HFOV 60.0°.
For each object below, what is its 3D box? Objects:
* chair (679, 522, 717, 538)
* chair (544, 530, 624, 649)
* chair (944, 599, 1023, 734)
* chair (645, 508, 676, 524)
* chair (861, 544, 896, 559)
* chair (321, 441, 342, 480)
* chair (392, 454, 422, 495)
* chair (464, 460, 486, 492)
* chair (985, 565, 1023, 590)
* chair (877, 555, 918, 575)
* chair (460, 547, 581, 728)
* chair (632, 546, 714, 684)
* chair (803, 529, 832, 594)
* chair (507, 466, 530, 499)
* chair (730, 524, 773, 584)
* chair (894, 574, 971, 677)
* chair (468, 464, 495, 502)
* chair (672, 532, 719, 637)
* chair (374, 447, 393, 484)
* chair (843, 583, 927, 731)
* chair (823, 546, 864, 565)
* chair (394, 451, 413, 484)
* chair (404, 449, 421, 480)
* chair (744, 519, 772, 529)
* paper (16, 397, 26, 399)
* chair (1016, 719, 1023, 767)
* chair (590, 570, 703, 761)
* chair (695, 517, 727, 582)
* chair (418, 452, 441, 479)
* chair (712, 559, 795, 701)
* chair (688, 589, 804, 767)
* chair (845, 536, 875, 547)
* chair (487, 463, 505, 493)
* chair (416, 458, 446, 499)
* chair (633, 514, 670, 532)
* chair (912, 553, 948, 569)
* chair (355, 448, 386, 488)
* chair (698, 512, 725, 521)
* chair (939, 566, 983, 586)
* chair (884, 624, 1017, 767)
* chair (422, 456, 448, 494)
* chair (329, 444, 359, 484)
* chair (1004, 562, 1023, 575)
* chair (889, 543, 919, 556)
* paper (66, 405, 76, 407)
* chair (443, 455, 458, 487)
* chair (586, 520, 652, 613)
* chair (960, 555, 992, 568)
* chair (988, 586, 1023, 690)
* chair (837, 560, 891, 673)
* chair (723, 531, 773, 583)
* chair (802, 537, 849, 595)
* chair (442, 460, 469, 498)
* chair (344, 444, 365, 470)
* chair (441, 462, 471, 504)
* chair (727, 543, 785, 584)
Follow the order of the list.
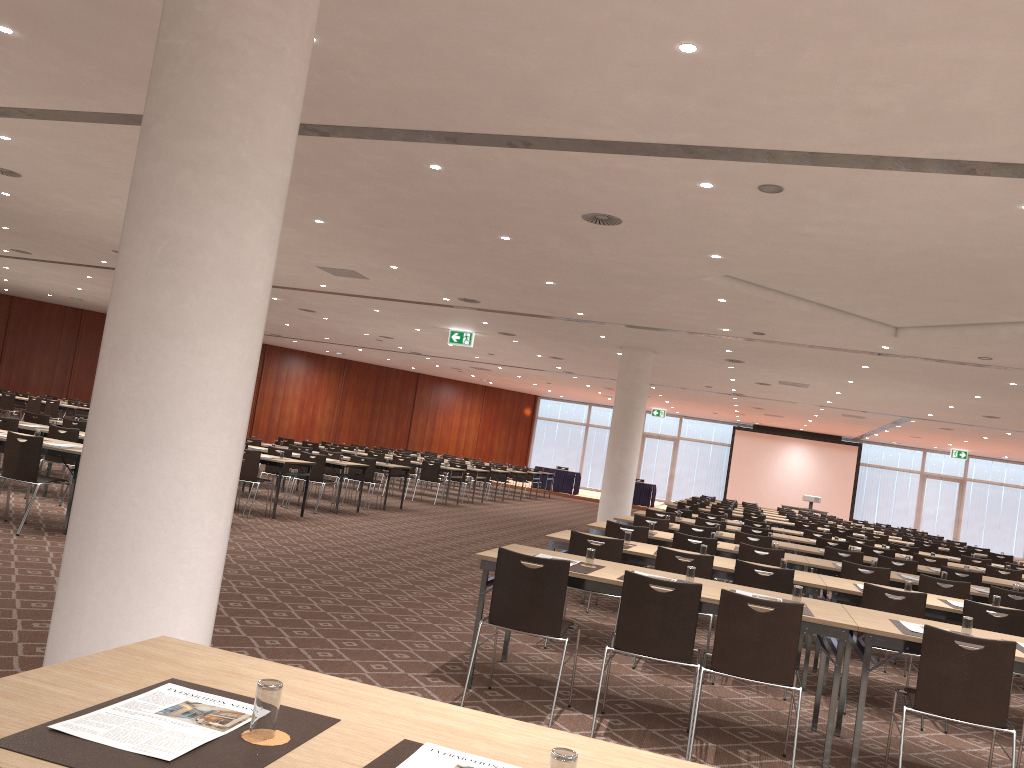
[{"bbox_3d":[2.226,2.185,10.875,0.535,0.939,0.614,8,-4,14],"label":"chair"},{"bbox_3d":[0.658,1.686,7.216,0.535,0.939,0.614,8,-4,17],"label":"chair"},{"bbox_3d":[3.450,2.063,6.481,0.535,0.939,0.614,8,-4,16],"label":"chair"},{"bbox_3d":[2.144,2.326,13.044,0.535,0.939,0.614,8,-4,16],"label":"chair"},{"bbox_3d":[4.956,2.697,12.181,0.535,0.939,0.614,8,-4,16],"label":"chair"},{"bbox_3d":[-4.679,1.960,22.710,0.535,0.939,0.614,8,-4,14],"label":"chair"},{"bbox_3d":[-2.545,2.236,21.970,0.535,0.939,0.614,8,-4,18],"label":"chair"},{"bbox_3d":[-1.104,2.872,27.852,0.535,0.939,0.614,8,-4,16],"label":"chair"},{"bbox_3d":[6.476,2.906,11.837,0.535,0.939,0.614,8,-4,17],"label":"chair"},{"bbox_3d":[4.413,2.484,10.345,0.535,0.939,0.614,8,-4,13],"label":"chair"},{"bbox_3d":[0.101,1.463,5.269,0.535,0.939,0.614,8,-4,16],"label":"chair"},{"bbox_3d":[1.316,1.771,6.996,0.535,0.939,0.614,8,-4,15],"label":"chair"},{"bbox_3d":[4.861,2.830,14.274,0.535,0.939,0.614,8,-4,18],"label":"chair"},{"bbox_3d":[0.241,3.057,27.538,0.535,0.939,0.614,8,-4,13],"label":"chair"},{"bbox_3d":[3.432,2.492,12.605,0.535,0.939,0.614,8,-4,18],"label":"chair"},{"bbox_3d":[3.975,2.273,8.322,0.535,0.939,0.614,8,-4,16],"label":"chair"},{"bbox_3d":[-0.783,2.628,23.691,0.535,0.939,0.614,8,-4,13],"label":"chair"},{"bbox_3d":[1.807,1.985,8.962,0.535,0.939,0.614,8,-4,17],"label":"chair"},{"bbox_3d":[-3.603,2.246,24.415,0.535,0.939,0.614,8,-4,17],"label":"chair"},{"bbox_3d":[2.760,1.965,6.594,0.535,0.939,0.614,8,-4,13],"label":"chair"},{"bbox_3d":[3.839,2.403,10.462,0.535,0.939,0.614,8,-4,13],"label":"chair"},{"bbox_3d":[-3.023,2.318,24.170,0.535,0.939,0.614,8,-4,13],"label":"chair"},{"bbox_3d":[-3.249,2.585,28.449,0.535,0.939,0.614,8,-4,13],"label":"chair"},{"bbox_3d":[3.994,2.719,14.595,0.535,0.939,0.614,8,-4,17],"label":"chair"},{"bbox_3d":[-12.697,0.402,23.314,0.460,0.003,0.566,8,-4,14],"label":"paper"},{"bbox_3d":[2.970,1.849,4.505,0.535,0.939,0.614,8,-4,14],"label":"chair"},{"bbox_3d":[0.814,1.561,5.106,0.535,0.939,0.614,8,-4,13],"label":"chair"},{"bbox_3d":[2.817,2.413,12.813,0.535,0.939,0.614,8,-4,14],"label":"chair"},{"bbox_3d":[-2.585,2.679,28.325,0.535,0.939,0.614,8,-4,18],"label":"chair"},{"bbox_3d":[1.899,1.852,6.870,0.535,0.939,0.614,8,-4,17],"label":"chair"},{"bbox_3d":[1.323,1.626,4.928,0.535,0.939,0.614,8,-4,15],"label":"chair"},{"bbox_3d":[5.478,2.915,14.138,0.535,0.939,0.614,8,-4,15],"label":"chair"},{"bbox_3d":[-0.520,2.945,27.605,0.535,0.939,0.614,8,-4,13],"label":"chair"},{"bbox_3d":[-1.967,2.324,21.955,0.535,0.939,0.614,8,-4,14],"label":"chair"},{"bbox_3d":[1.690,2.116,11.060,0.535,0.939,0.614,8,-4,13],"label":"chair"},{"bbox_3d":[5.595,2.785,12.039,0.535,0.939,0.614,8,-4,16],"label":"chair"},{"bbox_3d":[-3.507,2.113,22.322,0.535,0.939,0.614,8,-4,14],"label":"chair"},{"bbox_3d":[3.257,2.615,14.720,0.535,0.939,0.614,8,-4,14],"label":"chair"},{"bbox_3d":[5.024,2.560,10.096,0.535,0.939,0.614,8,-4,14],"label":"chair"},{"bbox_3d":[2.350,1.769,4.722,0.535,0.939,0.614,8,-4,18],"label":"chair"},{"bbox_3d":[-2.052,2.454,23.983,0.535,0.939,0.614,8,-4,15],"label":"chair"},{"bbox_3d":[-4.172,2.018,22.424,0.535,0.939,0.614,8,-4,18],"label":"chair"},{"bbox_3d":[7.657,3.207,13.531,0.535,0.939,0.614,8,-4,15],"label":"chair"},{"bbox_3d":[6.106,3.002,14.006,0.535,0.939,0.614,8,-4,13],"label":"chair"},{"bbox_3d":[-11.483,0.567,23.062,0.283,0.006,0.398,8,-4,12],"label":"paper"},{"bbox_3d":[-1.989,2.748,28.014,0.535,0.939,0.614,8,-4,17],"label":"chair"},{"bbox_3d":[1.143,1.894,9.111,0.535,0.939,0.614,8,-4,15],"label":"chair"},{"bbox_3d":[7.058,3.124,13.662,0.535,0.939,0.614,8,-4,15],"label":"chair"},{"bbox_3d":[4.569,2.355,8.192,0.535,0.939,0.614,8,-4,18],"label":"chair"},{"bbox_3d":[3.339,2.191,8.535,0.535,0.939,0.614,8,-4,18],"label":"chair"},{"bbox_3d":[2.869,2.277,10.776,0.535,0.939,0.614,8,-4,13],"label":"chair"},{"bbox_3d":[4.410,2.629,12.412,0.535,0.939,0.614,8,-4,13],"label":"chair"},{"bbox_3d":[-1.474,2.525,23.738,0.535,0.939,0.614,8,-4,13],"label":"chair"},{"bbox_3d":[-4.281,2.160,24.665,0.535,0.939,0.614,8,-4,17],"label":"chair"},{"bbox_3d":[-1.324,2.399,21.630,0.535,0.939,0.614,8,-4,13],"label":"chair"},{"bbox_3d":[2.422,2.071,8.834,0.535,0.939,0.614,8,-4,13],"label":"chair"}]
